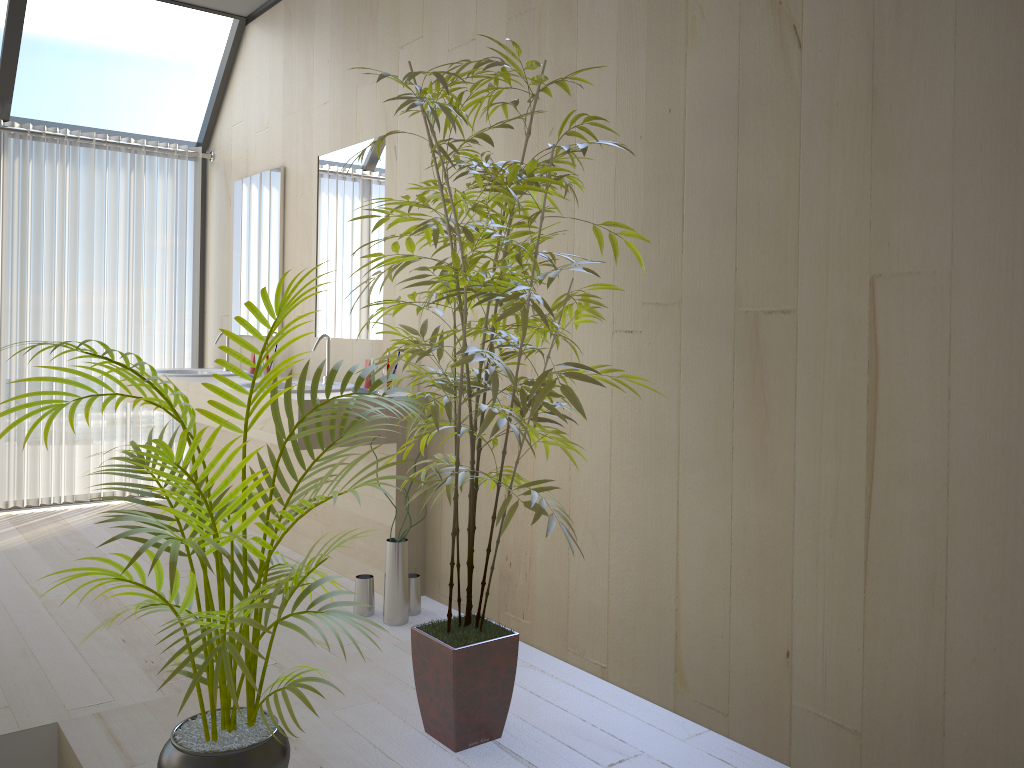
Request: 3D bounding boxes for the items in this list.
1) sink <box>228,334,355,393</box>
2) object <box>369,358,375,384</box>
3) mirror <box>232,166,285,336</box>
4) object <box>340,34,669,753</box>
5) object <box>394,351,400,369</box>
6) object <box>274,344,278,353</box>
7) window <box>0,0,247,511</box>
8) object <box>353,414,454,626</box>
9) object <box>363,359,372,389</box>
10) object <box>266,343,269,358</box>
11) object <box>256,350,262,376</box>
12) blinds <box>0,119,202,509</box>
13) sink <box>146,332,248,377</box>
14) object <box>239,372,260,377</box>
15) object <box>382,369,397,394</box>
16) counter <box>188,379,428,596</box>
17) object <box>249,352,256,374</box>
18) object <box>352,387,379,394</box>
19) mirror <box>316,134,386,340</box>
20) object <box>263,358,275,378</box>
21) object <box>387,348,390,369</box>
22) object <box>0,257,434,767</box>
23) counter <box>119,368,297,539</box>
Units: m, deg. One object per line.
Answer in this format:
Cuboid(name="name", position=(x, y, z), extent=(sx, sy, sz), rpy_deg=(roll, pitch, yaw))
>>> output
Cuboid(name="sink", position=(-0.913, -0.001, 3.687), extent=(0.504, 0.419, 0.574), rpy_deg=(0, 3, -34))
Cuboid(name="object", position=(-0.578, -0.038, 3.630), extent=(0.039, 0.135, 0.039), rpy_deg=(1, 0, 4))
Cuboid(name="mirror", position=(-1.377, -0.696, 4.780), extent=(0.023, 0.868, 0.654), rpy_deg=(1, 1, -38))
Cuboid(name="object", position=(-0.052, 0.022, 2.281), extent=(0.786, 1.756, 0.936), rpy_deg=(1, 1, -13))
Cuboid(name="object", position=(-0.466, -0.050, 3.478), extent=(0.054, 0.175, 0.012), rpy_deg=(1, 0, -12))
Cuboid(name="object", position=(-1.202, -0.121, 4.433), extent=(0.054, 0.175, 0.012), rpy_deg=(1, 0, -12))
Cuboid(name="window", position=(-3.534, -0.670, 3.851), extent=(4.561, 2.812, 0.745), rpy_deg=(-1, 1, -38))
Cuboid(name="object", position=(-0.362, 0.467, 3.229), extent=(0.274, 0.749, 0.407), rpy_deg=(1, 1, 40))
Cuboid(name="object", position=(-0.574, -0.031, 3.516), extent=(0.039, 0.135, 0.039), rpy_deg=(1, 0, 4))
Cuboid(name="object", position=(-1.218, -0.121, 4.401), extent=(0.012, 0.178, 0.050), rpy_deg=(1, 0, 2))
Cuboid(name="object", position=(-1.313, -0.108, 4.586), extent=(0.039, 0.135, 0.039), rpy_deg=(1, 0, 11))
Cuboid(name="blinds", position=(-2.375, -0.379, 4.992), extent=(1.182, 2.070, 0.084), rpy_deg=(0, 1, -38))
Cuboid(name="sink", position=(-1.649, -0.072, 4.642), extent=(0.504, 0.419, 0.574), rpy_deg=(0, 3, -34))
Cuboid(name="object", position=(-1.304, -0.047, 4.392), extent=(0.104, 0.029, 0.032), rpy_deg=(1, 2, 3))
Cuboid(name="object", position=(-0.482, -0.009, 3.475), extent=(0.058, 0.100, 0.058), rpy_deg=(0, 1, -27))
Cuboid(name="counter", position=(-0.903, 0.410, 3.743), extent=(0.550, 0.790, 1.207), rpy_deg=(0, 3, -38))
Cuboid(name="object", position=(-1.309, -0.101, 4.472), extent=(0.039, 0.135, 0.039), rpy_deg=(1, 0, 11))
Cuboid(name="object", position=(-0.568, 0.024, 3.436), extent=(0.104, 0.029, 0.032), rpy_deg=(1, 2, 3))
Cuboid(name="mirror", position=(-0.723, -0.636, 3.975), extent=(0.023, 0.868, 0.654), rpy_deg=(1, 1, -38))
Cuboid(name="object", position=(-1.218, -0.080, 4.431), extent=(0.058, 0.100, 0.058), rpy_deg=(0, 1, -31))
Cuboid(name="object", position=(-0.482, -0.050, 3.445), extent=(0.012, 0.178, 0.050), rpy_deg=(1, 0, 2))
Cuboid(name="object", position=(-0.624, 0.330, 1.792), extent=(0.916, 1.157, 0.751), rpy_deg=(1, 1, -4))
Cuboid(name="counter", position=(-1.639, 0.339, 4.699), extent=(0.550, 0.790, 1.207), rpy_deg=(0, 3, -38))
